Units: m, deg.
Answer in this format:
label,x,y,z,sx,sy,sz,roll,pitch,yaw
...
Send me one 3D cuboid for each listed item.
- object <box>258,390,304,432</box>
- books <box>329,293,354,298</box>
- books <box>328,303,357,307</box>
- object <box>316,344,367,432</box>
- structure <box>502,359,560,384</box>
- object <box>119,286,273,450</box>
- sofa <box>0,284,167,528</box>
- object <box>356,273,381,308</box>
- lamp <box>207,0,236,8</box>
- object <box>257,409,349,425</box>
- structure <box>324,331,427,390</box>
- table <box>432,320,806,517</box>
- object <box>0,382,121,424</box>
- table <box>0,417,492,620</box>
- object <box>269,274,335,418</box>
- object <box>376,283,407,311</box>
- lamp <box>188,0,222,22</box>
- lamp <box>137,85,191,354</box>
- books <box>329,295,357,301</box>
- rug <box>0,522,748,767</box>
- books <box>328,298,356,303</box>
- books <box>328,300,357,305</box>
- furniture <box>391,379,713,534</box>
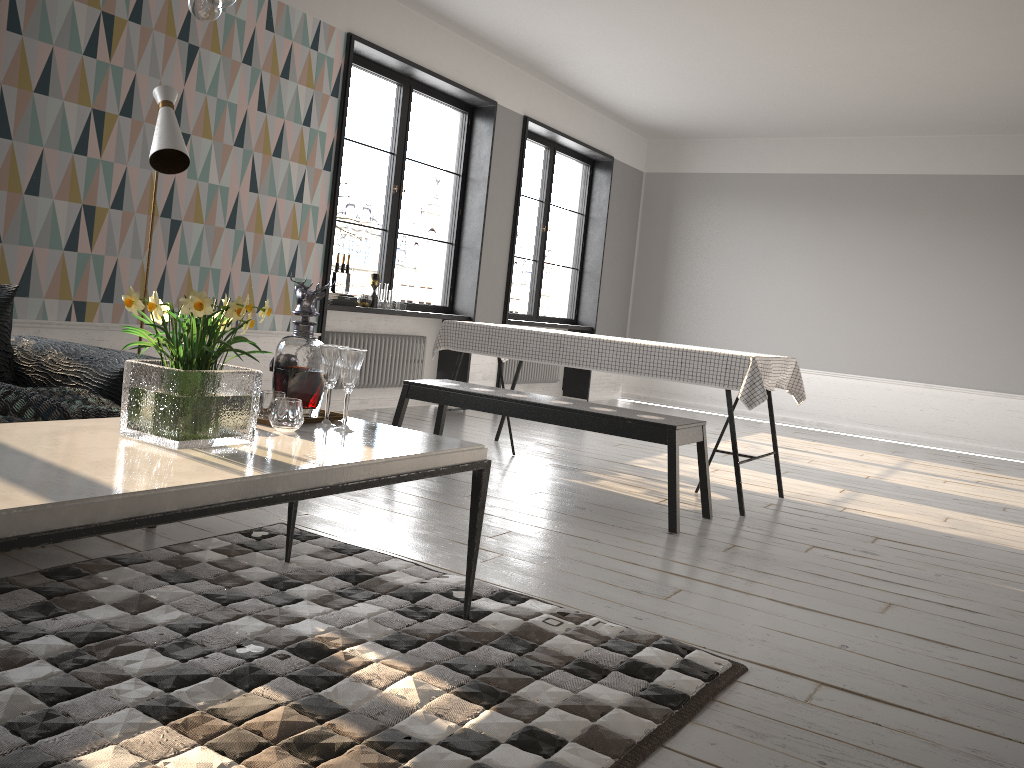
label,x,y,z,sx,sy,sz,roll,pitch,yaw
object,-0.672,0.066,2.416,0.279,0.087,0.246,7,4,10
books,-1.214,-0.629,6.256,0.124,0.017,0.153,9,6,33
books,-1.247,-0.565,6.229,0.162,0.011,0.267,9,6,34
object,-0.480,0.010,2.453,0.168,0.226,0.082,8,2,43
structure,0.174,-0.217,8.861,0.149,0.427,1.222,7,4,30
object,-0.743,-0.046,2.034,0.326,0.350,0.351,8,3,34
sofa,-2.118,0.078,2.387,0.974,0.796,2.338,8,5,31
object,-1.049,-0.691,6.511,0.115,0.256,0.194,7,3,42
lamp,0.106,-1.504,1.879,1.395,1.534,0.074,6,1,1
object,-0.664,0.086,2.549,0.247,0.015,0.318,9,6,31
structure,-1.060,-0.180,6.869,0.149,0.427,1.222,7,4,30
table,0.557,0.124,5.122,2.033,0.783,0.930,9,4,31
object,-1.556,0.131,2.748,0.492,0.328,0.666,8,4,27
table,-0.770,0.386,2.023,0.735,0.510,1.454,8,5,31
object,-0.619,-0.115,2.606,0.148,0.416,0.156,5,2,-39
object,-0.930,-0.664,6.727,0.154,0.192,0.267,7,4,32
lamp,0.033,-1.521,1.996,1.395,1.534,0.074,6,1,1
lamp,-1.722,-0.495,4.154,1.251,1.700,0.678,7,2,30
books,-1.221,-0.610,6.255,0.163,0.022,0.198,9,6,32
rug,-0.781,0.649,1.752,1.777,0.034,2.524,9,6,32
books,-1.241,-0.594,6.239,0.175,0.011,0.216,10,6,37
books,-1.251,-0.580,6.234,0.184,0.019,0.271,9,5,31
furniture,0.151,0.304,4.439,1.676,0.455,0.465,9,4,32
